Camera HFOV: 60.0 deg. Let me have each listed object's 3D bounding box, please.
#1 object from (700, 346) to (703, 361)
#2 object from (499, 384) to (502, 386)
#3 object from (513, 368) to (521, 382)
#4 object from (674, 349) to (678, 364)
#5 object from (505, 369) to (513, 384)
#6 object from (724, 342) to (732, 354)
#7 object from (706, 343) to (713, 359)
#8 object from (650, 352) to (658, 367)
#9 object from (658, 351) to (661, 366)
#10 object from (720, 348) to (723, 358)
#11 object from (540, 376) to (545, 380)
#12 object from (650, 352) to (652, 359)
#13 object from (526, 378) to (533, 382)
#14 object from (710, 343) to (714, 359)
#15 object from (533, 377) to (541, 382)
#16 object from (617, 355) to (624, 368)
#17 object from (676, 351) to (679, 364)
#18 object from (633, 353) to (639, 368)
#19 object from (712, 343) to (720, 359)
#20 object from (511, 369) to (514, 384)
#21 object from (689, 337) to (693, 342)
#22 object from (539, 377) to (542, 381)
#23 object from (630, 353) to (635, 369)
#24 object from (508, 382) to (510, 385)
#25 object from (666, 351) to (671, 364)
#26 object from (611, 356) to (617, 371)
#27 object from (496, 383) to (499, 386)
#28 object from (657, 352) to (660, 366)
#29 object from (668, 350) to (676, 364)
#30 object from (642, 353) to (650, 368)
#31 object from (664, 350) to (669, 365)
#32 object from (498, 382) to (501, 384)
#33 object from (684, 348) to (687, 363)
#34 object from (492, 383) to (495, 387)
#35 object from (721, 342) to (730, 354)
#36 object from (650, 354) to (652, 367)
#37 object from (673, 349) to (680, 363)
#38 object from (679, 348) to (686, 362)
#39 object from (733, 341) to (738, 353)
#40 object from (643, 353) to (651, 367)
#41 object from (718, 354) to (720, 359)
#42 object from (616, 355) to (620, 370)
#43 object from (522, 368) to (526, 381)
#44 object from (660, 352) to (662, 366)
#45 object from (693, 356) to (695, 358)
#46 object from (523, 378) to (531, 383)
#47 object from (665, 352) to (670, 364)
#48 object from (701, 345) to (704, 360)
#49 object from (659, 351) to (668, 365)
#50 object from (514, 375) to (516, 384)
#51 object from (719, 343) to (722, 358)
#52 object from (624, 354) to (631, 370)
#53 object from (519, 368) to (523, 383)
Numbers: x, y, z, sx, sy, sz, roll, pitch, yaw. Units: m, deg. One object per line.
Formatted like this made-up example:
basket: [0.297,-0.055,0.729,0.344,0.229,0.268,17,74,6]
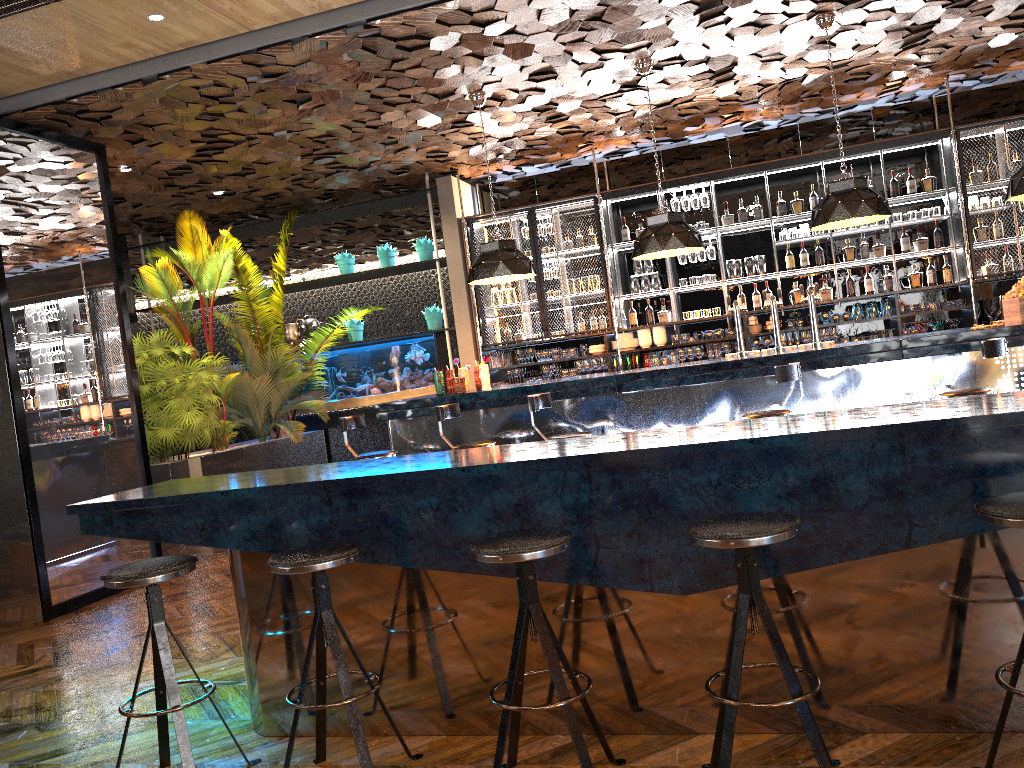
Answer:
object: [2.040,-0.306,9.636,0.084,0.216,0.084,-8,1,-31]
object: [-0.127,0.040,10.114,0.034,0.080,0.034,-7,1,30]
object: [0.063,-0.061,10.080,0.091,0.227,0.091,-7,2,39]
object: [1.771,-0.269,9.673,0.082,0.213,0.082,-8,1,-2]
object: [-0.026,-0.050,10.109,0.091,0.227,0.091,-8,1,-21]
object: [2.330,-0.342,9.543,0.092,0.218,0.092,-8,1,-23]
object: [2.123,-0.319,9.501,0.071,0.226,0.071,-8,1,-12]
object: [1.553,-0.240,9.646,0.082,0.213,0.082,-9,2,-44]
object: [1.616,-0.252,9.813,0.082,0.213,0.082,-7,1,37]
object: [2.280,-0.339,9.696,0.092,0.218,0.092,-8,1,-23]
object: [0.337,-0.036,10.216,0.093,0.101,0.093,-7,1,31]
object: [1.545,-0.245,9.926,0.082,0.213,0.082,-8,1,-7]
object: [0.206,-0.018,10.149,0.093,0.101,0.093,-8,1,-23]
object: [2.175,-0.329,9.671,0.071,0.226,0.071,-8,1,-12]
object: [0.280,-0.025,10.017,0.093,0.101,0.093,-8,1,-21]
object: [1.216,-0.208,9.829,0.073,0.229,0.073,-7,1,5]
object: [1.797,-0.274,9.758,0.082,0.213,0.082,-7,1,5]
object: [1.375,-0.227,9.724,0.073,0.229,0.073,-7,1,5]
object: [2.181,-0.325,9.442,0.071,0.226,0.071,-8,1,-12]
object: [0.007,-0.056,10.212,0.091,0.227,0.091,-8,1,-34]
object: [1.929,-0.476,9.546,0.044,0.048,0.049,-8,1,-31]
object: [0.304,-0.030,10.121,0.093,0.101,0.093,-7,1,37]
object: [1.346,-0.225,9.809,0.073,0.229,0.073,-7,1,5]
object: [-0.040,0.022,10.414,0.034,0.080,0.034,-7,1,26]
object: [1.732,-0.268,9.871,0.082,0.213,0.082,-7,1,16]
object: [1.139,-0.197,9.779,0.073,0.229,0.073,-7,1,5]
object: [-0.164,0.034,10.167,0.031,0.098,0.031,-8,1,-35]
object: [1.583,-0.246,9.727,0.082,0.213,0.082,-8,1,-7]
object: [1.740,-0.263,9.587,0.082,0.213,0.082,-9,2,-44]
object: [1.468,-0.229,9.671,0.082,0.213,0.082,-9,2,-44]
object: [1.679,-0.258,9.699,0.082,0.213,0.082,-8,1,-4]
object: [-0.139,0.029,10.241,0.031,0.098,0.031,-8,1,-22]
object: [1.905,-0.292,9.816,0.084,0.216,0.084,-8,1,-35]
object: [-0.207,0.040,10.161,0.033,0.101,0.033,-6,2,41]
object: [2.284,-0.334,9.444,0.092,0.218,0.092,-8,1,-23]
object: [1.523,-0.240,9.840,0.082,0.213,0.082,-8,1,-24]
object: [1.824,-0.280,9.842,0.082,0.213,0.082,-7,1,8]
object: [1.871,-0.284,9.685,0.084,0.216,0.084,-7,1,29]
object: [2.399,-0.350,9.467,0.071,0.217,0.071,-7,1,25]
object: [1.496,-0.235,9.757,0.082,0.213,0.082,-7,1,9]
object: [2.204,-0.330,9.520,0.071,0.226,0.071,-8,1,-12]
object: [1.200,-0.208,9.913,0.073,0.229,0.073,-7,1,5]
object: [0.130,-0.074,10.290,0.091,0.227,0.091,-8,1,-21]
object: [1.635,-0.256,9.897,0.082,0.213,0.082,-9,2,-43]
object: [1.991,-0.302,9.784,0.084,0.216,0.084,-7,1,15]
object: [0.176,-0.012,10.048,0.093,0.101,0.093,-8,1,-15]
object: [1.704,-0.263,9.786,0.082,0.213,0.082,-9,2,-41]
object: [2.079,-0.313,9.764,0.084,0.216,0.084,-7,2,39]
object: [1.652,-0.252,9.616,0.082,0.213,0.082,-8,2,-40]
object: [0.037,-0.063,10.343,0.091,0.227,0.091,-7,1,20]
object: [2.244,-0.332,9.595,0.092,0.218,0.092,-8,1,-23]
object: [1.283,-0.215,9.756,0.073,0.229,0.073,-7,1,5]
object: [0.094,-0.067,10.179,0.091,0.227,0.091,-8,1,-20]
